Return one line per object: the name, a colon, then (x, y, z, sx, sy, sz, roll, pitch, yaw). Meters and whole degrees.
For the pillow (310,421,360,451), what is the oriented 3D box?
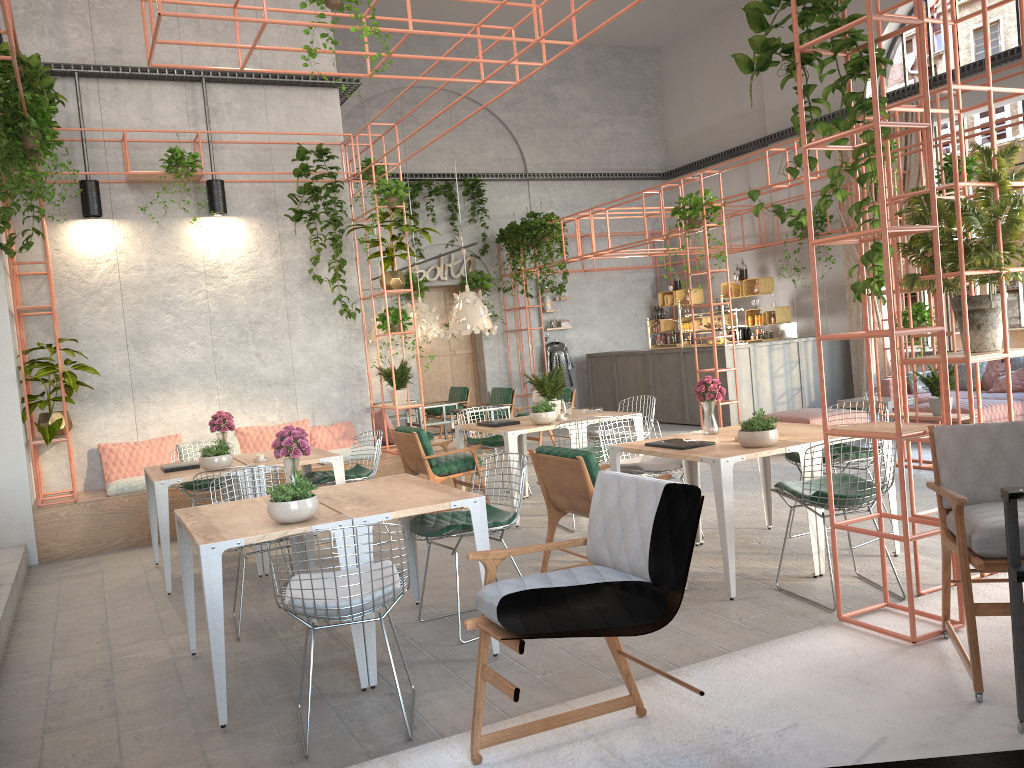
pillow: (-2.030, 0.640, 9.916, 0.666, 0.385, 0.289, -7, 3, -30)

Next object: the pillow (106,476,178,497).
pillow: (-3.631, 0.986, 8.695, 0.637, 0.149, 0.491, -7, 3, -25)

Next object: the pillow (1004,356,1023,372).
pillow: (6.418, -0.145, 10.897, 0.273, 0.476, 0.836, -7, 3, -25)

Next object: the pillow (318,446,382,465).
pillow: (-1.782, 0.772, 9.590, 0.637, 0.149, 0.491, -7, 3, -25)

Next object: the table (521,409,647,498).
table: (0.667, 0.713, 8.595, 0.694, 0.830, 1.214, -7, 3, -26)

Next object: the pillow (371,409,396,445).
pillow: (-1.648, 0.517, 10.780, 0.276, 0.474, 0.839, -7, 3, -35)

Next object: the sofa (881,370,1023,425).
sofa: (5.487, 0.253, 10.938, 1.960, 0.672, 2.219, -7, 3, -25)

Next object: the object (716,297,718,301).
object: (3.724, -1.431, 16.083, 0.066, 0.291, 0.066, -3, 3, 34)

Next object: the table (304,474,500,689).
table: (-0.669, 1.014, 4.909, 0.694, 0.830, 1.214, -7, 3, -26)

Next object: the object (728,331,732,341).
object: (3.901, -0.872, 15.837, 0.073, 0.219, 0.105, -6, 3, -20)

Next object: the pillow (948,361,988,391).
pillow: (5.895, -0.104, 11.666, 0.289, 0.385, 0.666, -7, 3, -25)

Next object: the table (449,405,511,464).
table: (-0.385, 0.705, 11.489, 0.635, 0.798, 0.602, -7, 3, -26)

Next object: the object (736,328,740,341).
object: (3.991, -0.887, 15.649, 0.082, 0.246, 0.082, -5, 3, 7)

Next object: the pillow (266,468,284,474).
pillow: (-2.693, 0.877, 9.149, 0.637, 0.149, 0.491, -7, 3, -25)

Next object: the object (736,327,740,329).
object: (4.017, -0.895, 15.771, 0.072, 0.248, 0.094, -7, 3, -26)

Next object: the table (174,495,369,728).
table: (-1.289, 1.085, 4.604, 0.694, 0.830, 1.205, -7, 3, -26)

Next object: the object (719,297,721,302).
object: (3.793, -1.439, 16.117, 0.066, 0.291, 0.066, -6, 3, -19)

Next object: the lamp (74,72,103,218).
lamp: (-4.253, -2.382, 8.827, 0.179, 1.425, 0.185, -7, 3, -26)

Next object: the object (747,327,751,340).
object: (4.180, -0.925, 15.658, 0.074, 0.287, 0.072, -5, 3, 6)

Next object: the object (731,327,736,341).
object: (3.952, -0.888, 15.742, 0.072, 0.248, 0.094, -7, 3, -26)

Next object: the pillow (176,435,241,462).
pillow: (-3.178, 0.773, 9.360, 0.666, 0.385, 0.289, -7, 3, -30)

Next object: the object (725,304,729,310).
object: (3.908, -1.374, 16.054, 0.115, 0.147, 0.115, -6, 3, -17)

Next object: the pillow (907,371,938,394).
pillow: (5.528, -0.024, 11.751, 0.500, 0.324, 0.307, -5, 3, 9)

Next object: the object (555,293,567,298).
object: (0.944, -1.713, 17.124, 0.263, 0.101, 0.013, -7, 3, -26)

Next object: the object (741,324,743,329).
object: (4.066, -0.916, 15.691, 0.074, 0.287, 0.072, -5, 3, 6)

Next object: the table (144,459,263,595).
table: (-2.482, 1.077, 7.066, 0.694, 0.830, 1.205, -7, 3, -26)

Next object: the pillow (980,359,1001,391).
pillow: (6.033, -0.151, 11.717, 0.276, 0.474, 0.839, -7, 3, -25)

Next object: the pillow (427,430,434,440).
pillow: (-1.299, 0.657, 11.069, 0.491, 0.149, 0.637, -7, 3, -25)

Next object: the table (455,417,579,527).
table: (0.045, 0.785, 8.290, 0.694, 0.830, 1.205, -7, 3, -26)

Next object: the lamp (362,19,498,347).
lamp: (-1.486, -2.616, 12.946, 0.704, 4.052, 4.456, -7, 3, -26)

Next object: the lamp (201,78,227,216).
lamp: (-3.172, -2.507, 9.351, 0.179, 1.425, 0.185, -7, 3, -26)

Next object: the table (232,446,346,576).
table: (-1.860, 1.005, 7.371, 0.694, 0.830, 1.214, -7, 3, -26)

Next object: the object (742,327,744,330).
object: (4.143, -0.910, 15.836, 0.072, 0.248, 0.094, -7, 3, -26)

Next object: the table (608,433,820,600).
table: (1.276, 0.805, 5.793, 0.694, 0.830, 1.205, -7, 3, -26)

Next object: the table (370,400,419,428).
table: (-1.916, 0.694, 14.647, 0.635, 0.798, 0.602, -7, 3, -26)

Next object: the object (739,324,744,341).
object: (4.030, -0.909, 15.576, 0.066, 0.291, 0.066, -8, 4, -41)

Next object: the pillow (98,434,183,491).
pillow: (-3.767, 0.791, 9.098, 0.839, 0.474, 0.276, -7, 3, -35)

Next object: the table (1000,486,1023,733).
table: (1.823, 0.730, 2.509, 0.602, 0.798, 0.635, -5, 3, 14)

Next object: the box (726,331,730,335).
box: (3.873, -0.907, 15.961, 0.058, 0.093, 0.122, -6, 3, -14)

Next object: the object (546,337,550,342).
object: (0.685, -0.879, 17.051, 0.093, 0.121, 0.049, -6, 3, -23)

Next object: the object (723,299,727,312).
object: (3.867, -1.447, 16.151, 0.066, 0.291, 0.066, -5, 3, 14)

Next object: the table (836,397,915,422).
table: (4.654, 0.420, 11.303, 0.520, 0.455, 0.916, -7, 3, -26)

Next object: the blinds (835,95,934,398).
blinds: (6.325, -1.873, 11.906, 0.414, 4.389, 4.957, -7, 3, -25)

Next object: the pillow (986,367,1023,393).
pillow: (6.133, -0.053, 10.891, 0.441, 0.317, 0.479, -8, 4, -44)

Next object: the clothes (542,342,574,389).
clothes: (0.905, -0.324, 17.089, 0.366, 0.997, 0.625, -3, 4, 44)

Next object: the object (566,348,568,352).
object: (1.079, -0.670, 17.251, 0.033, 0.146, 0.070, -3, 3, 36)

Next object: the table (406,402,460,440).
table: (-1.150, 0.699, 13.068, 0.635, 0.798, 0.602, -7, 3, -26)

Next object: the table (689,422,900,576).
table: (1.898, 0.732, 6.098, 0.694, 0.830, 1.214, -7, 3, -26)

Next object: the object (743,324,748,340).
object: (4.109, -0.913, 15.620, 0.065, 0.280, 0.065, -4, 3, 18)

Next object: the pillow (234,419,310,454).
pillow: (-2.601, 0.659, 9.615, 0.839, 0.474, 0.276, -6, 3, -5)

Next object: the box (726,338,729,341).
box: (3.847, -0.810, 15.946, 0.058, 0.093, 0.122, -7, 3, -26)
